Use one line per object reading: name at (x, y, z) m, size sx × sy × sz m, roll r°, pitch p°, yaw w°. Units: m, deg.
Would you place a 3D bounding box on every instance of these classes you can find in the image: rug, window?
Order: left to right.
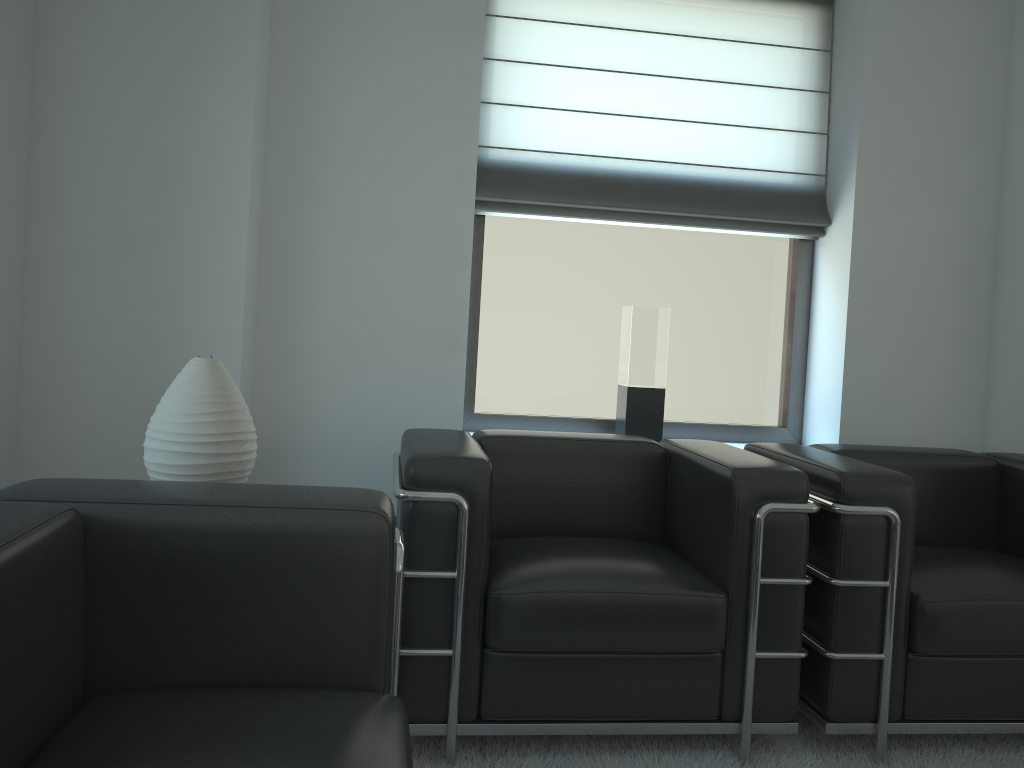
window at (0.794, -1.041, 5.341) m, size 2.131 × 2.730 × 0.146 m, roll 3°, pitch 1°, yaw -8°
rug at (0.986, 1.563, 1.350) m, size 5.167 × 0.110 × 6.260 m, roll 3°, pitch 3°, yaw -8°

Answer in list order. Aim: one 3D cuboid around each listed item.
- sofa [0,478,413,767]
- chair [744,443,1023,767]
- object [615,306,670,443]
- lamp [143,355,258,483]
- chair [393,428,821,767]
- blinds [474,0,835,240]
sofa at (-0.633, 0.946, 0.839) m, size 1.123 × 1.169 × 3.481 m, roll 3°, pitch 3°, yaw -8°
chair at (1.963, 0.923, 4.037) m, size 1.645 × 1.170 × 1.125 m, roll 3°, pitch 2°, yaw -8°
object at (0.740, -0.049, 5.048) m, size 0.243 × 0.775 × 0.239 m, roll 3°, pitch 1°, yaw -8°
lamp at (-1.080, 0.227, 3.081) m, size 0.375 × 0.654 × 0.374 m, roll 4°, pitch 2°, yaw 21°
chair at (0.295, 0.841, 3.816) m, size 1.645 × 1.170 × 1.125 m, roll 3°, pitch 2°, yaw -8°
blinds at (0.854, -1.657, 5.162) m, size 2.122 × 1.475 × 0.222 m, roll 3°, pitch 1°, yaw -8°
